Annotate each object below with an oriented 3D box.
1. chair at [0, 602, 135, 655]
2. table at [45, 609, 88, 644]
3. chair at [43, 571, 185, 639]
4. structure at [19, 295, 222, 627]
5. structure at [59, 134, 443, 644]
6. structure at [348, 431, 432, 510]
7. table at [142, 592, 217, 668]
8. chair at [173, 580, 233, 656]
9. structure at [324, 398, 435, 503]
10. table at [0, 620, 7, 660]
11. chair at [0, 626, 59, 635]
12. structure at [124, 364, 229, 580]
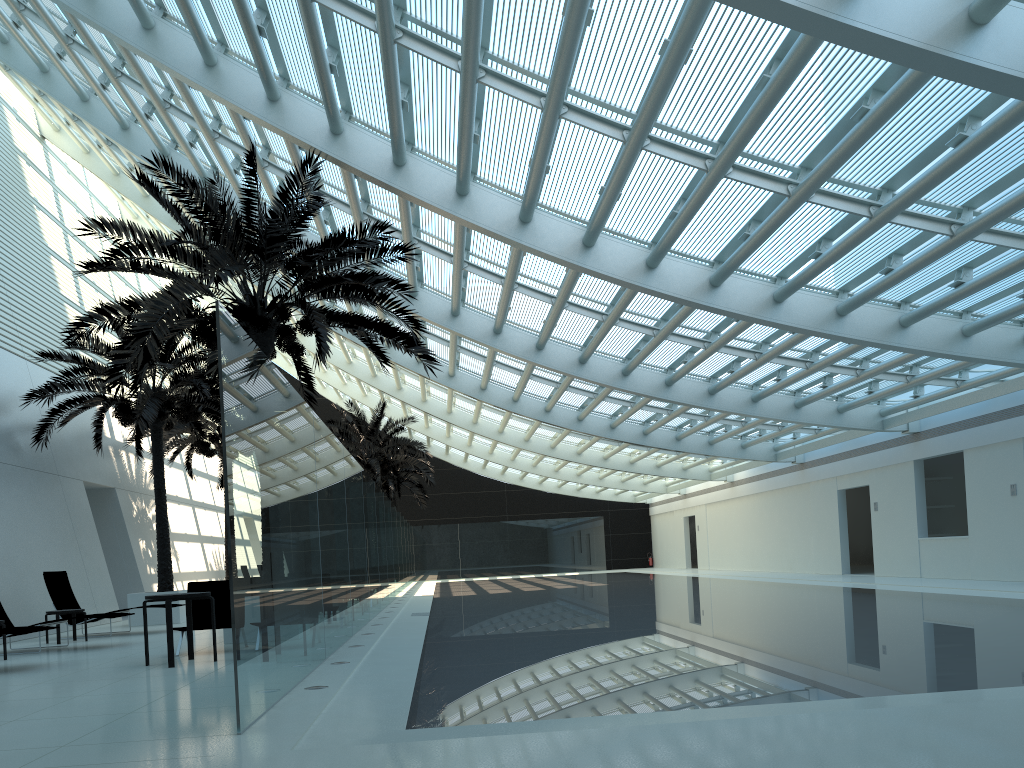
[{"bbox_3d":[-6.609,3.232,12.480,2.035,1.141,0.937,-2,-5,-5],"label":"chair"},{"bbox_3d":[-7.087,3.854,13.860,0.560,0.509,0.557,-8,-8,37],"label":"table"},{"bbox_3d":[-6.819,3.751,15.063,2.035,1.141,0.937,-2,-5,-5],"label":"chair"},{"bbox_3d":[-7.233,1.528,17.898,4.634,6.734,4.346,-1,-4,-26],"label":"structure"},{"bbox_3d":[-3.626,0.160,12.416,4.837,6.917,4.493,-4,-4,14],"label":"structure"},{"bbox_3d":[-5.838,5.670,39.817,4.449,6.916,4.887,-1,-5,-26],"label":"structure"},{"bbox_3d":[-3.681,2.713,9.660,0.688,0.769,0.682,-8,-7,42],"label":"table"},{"bbox_3d":[-3.773,2.895,10.843,0.715,0.874,0.903,-3,-6,-5],"label":"chair"},{"bbox_3d":[-5.197,4.026,31.637,4.815,6.917,4.513,-2,-4,-11],"label":"structure"},{"bbox_3d":[-6.876,3.334,11.277,0.560,0.509,0.557,-8,-8,37],"label":"table"},{"bbox_3d":[-6.398,2.712,9.897,2.035,1.141,0.937,-2,-5,-5],"label":"chair"},{"bbox_3d":[-7.930,2.717,23.906,4.321,6.793,4.663,-5,-4,28],"label":"structure"}]
